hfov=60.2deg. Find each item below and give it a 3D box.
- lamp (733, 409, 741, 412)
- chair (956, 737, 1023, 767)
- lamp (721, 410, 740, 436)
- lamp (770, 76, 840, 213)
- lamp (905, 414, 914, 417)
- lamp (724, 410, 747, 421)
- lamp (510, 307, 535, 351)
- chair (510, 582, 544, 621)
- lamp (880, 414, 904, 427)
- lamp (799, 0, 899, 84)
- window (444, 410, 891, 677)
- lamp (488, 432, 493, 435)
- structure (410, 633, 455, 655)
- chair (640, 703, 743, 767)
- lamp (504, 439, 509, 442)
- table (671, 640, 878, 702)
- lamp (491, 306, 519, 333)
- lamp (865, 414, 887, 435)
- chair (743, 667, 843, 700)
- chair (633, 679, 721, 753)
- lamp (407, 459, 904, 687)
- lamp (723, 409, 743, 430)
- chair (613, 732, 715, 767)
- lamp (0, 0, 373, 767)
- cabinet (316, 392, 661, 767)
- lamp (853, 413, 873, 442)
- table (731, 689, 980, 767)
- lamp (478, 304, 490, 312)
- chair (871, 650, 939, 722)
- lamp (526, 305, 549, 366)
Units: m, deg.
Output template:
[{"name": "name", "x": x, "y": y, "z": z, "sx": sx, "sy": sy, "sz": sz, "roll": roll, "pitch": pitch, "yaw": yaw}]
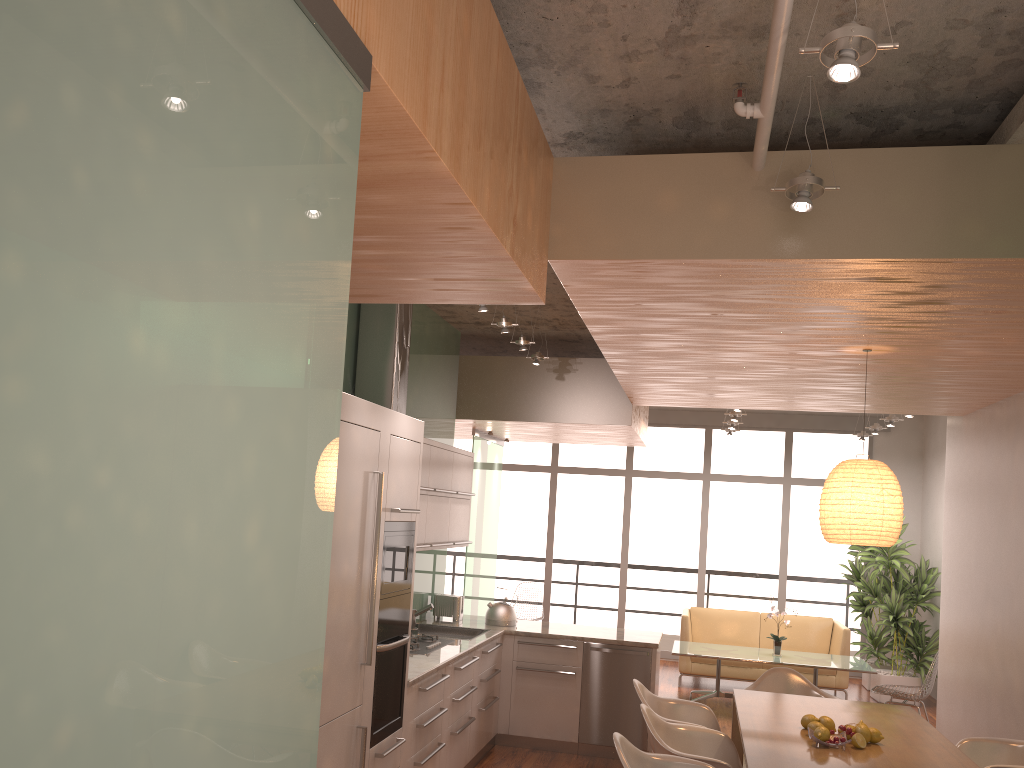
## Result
[{"name": "lamp", "x": 2.185, "y": 0.023, "z": 8.475, "sx": 0.199, "sy": 0.480, "sz": 0.134, "roll": 5, "pitch": -3, "yaw": -20}, {"name": "chair", "x": 2.605, "y": 2.237, "z": 4.701, "sx": 0.643, "sy": 0.856, "sz": 0.689, "roll": 2, "pitch": -5, "yaw": 12}, {"name": "lamp", "x": 2.701, "y": 0.404, "z": 10.873, "sx": 0.199, "sy": 0.480, "sz": 0.134, "roll": 5, "pitch": -3, "yaw": -20}, {"name": "lamp", "x": 1.018, "y": -0.837, "z": 3.047, "sx": 0.199, "sy": 0.480, "sz": 0.134, "roll": 5, "pitch": -3, "yaw": -20}, {"name": "lamp", "x": 3.680, "y": 0.066, "z": 8.139, "sx": 0.199, "sy": 0.480, "sz": 0.134, "roll": 5, "pitch": -3, "yaw": -20}, {"name": "lamp", "x": 2.357, "y": 0.150, "z": 9.274, "sx": 0.199, "sy": 0.480, "sz": 0.134, "roll": 5, "pitch": -3, "yaw": -20}, {"name": "lamp", "x": 0.084, "y": -0.462, "z": 6.079, "sx": 0.153, "sy": 0.468, "sz": 0.103, "roll": 5, "pitch": -3, "yaw": -20}, {"name": "chair", "x": 0.154, "y": 3.071, "z": 11.600, "sx": 0.543, "sy": 0.896, "sz": 0.564, "roll": 3, "pitch": -4, "yaw": 13}, {"name": "lamp", "x": 3.851, "y": 0.192, "z": 8.938, "sx": 0.199, "sy": 0.480, "sz": 0.134, "roll": 5, "pitch": -3, "yaw": -20}, {"name": "lamp", "x": 0.825, "y": -0.980, "z": 2.149, "sx": 0.199, "sy": 0.480, "sz": 0.134, "roll": 5, "pitch": -3, "yaw": -20}, {"name": "window", "x": 0.532, "y": 1.944, "z": 12.064, "sx": 8.566, "sy": 3.263, "sz": 0.062, "roll": 2, "pitch": -3, "yaw": 13}, {"name": "lamp", "x": -0.200, "y": 0.283, "z": 8.907, "sx": 0.103, "sy": 0.468, "sz": 0.154, "roll": 4, "pitch": -3, "yaw": -15}, {"name": "structure", "x": -0.703, "y": 1.725, "z": 5.916, "sx": 0.489, "sy": 0.038, "sz": 0.681, "roll": 2, "pitch": -8, "yaw": 12}, {"name": "chair", "x": 0.959, "y": 2.112, "z": 4.528, "sx": 0.643, "sy": 0.856, "sz": 0.689, "roll": 3, "pitch": -5, "yaw": 7}, {"name": "lamp", "x": -0.041, "y": 0.401, "z": 9.650, "sx": 0.103, "sy": 0.468, "sz": 0.154, "roll": 4, "pitch": -3, "yaw": -15}, {"name": "table", "x": 2.535, "y": 2.975, "z": 8.773, "sx": 1.872, "sy": 0.556, "sz": 0.947, "roll": 2, "pitch": -7, "yaw": 13}, {"name": "lamp", "x": -0.035, "y": -0.550, "z": 5.525, "sx": 0.153, "sy": 0.468, "sz": 0.103, "roll": 5, "pitch": -3, "yaw": -20}, {"name": "lamp", "x": 4.023, "y": 0.319, "z": 9.737, "sx": 0.199, "sy": 0.480, "sz": 0.134, "roll": 5, "pitch": -3, "yaw": -20}, {"name": "chair", "x": 1.853, "y": 2.353, "z": 5.812, "sx": 0.684, "sy": 0.856, "sz": 0.647, "roll": 4, "pitch": -5, "yaw": -3}, {"name": "chair", "x": 1.019, "y": 2.219, "z": 5.237, "sx": 0.643, "sy": 0.856, "sz": 0.689, "roll": 3, "pitch": -5, "yaw": 7}, {"name": "lamp", "x": 0.673, "y": 1.202, "z": 6.007, "sx": 3.218, "sy": 1.339, "sz": 3.091, "roll": 2, "pitch": -8, "yaw": 13}, {"name": "lamp", "x": 2.529, "y": 0.277, "z": 10.073, "sx": 0.199, "sy": 0.480, "sz": 0.134, "roll": 5, "pitch": -3, "yaw": -20}, {"name": "chair", "x": 0.742, "y": 1.996, "z": 3.869, "sx": 0.643, "sy": 0.843, "sz": 0.689, "roll": 3, "pitch": -5, "yaw": 7}, {"name": "lamp", "x": 1.290, "y": 0.762, "z": 3.868, "sx": 0.446, "sy": 3.376, "sz": 8.266, "roll": 2, "pitch": -7, "yaw": 31}, {"name": "cabinet", "x": -0.111, "y": 1.484, "z": 5.548, "sx": 1.915, "sy": 2.260, "sz": 4.277, "roll": 2, "pitch": -7, "yaw": 13}, {"name": "lamp", "x": 4.195, "y": 0.446, "z": 10.536, "sx": 0.199, "sy": 0.480, "sz": 0.134, "roll": 5, "pitch": -3, "yaw": -20}, {"name": "table", "x": 1.635, "y": 2.151, "z": 4.349, "sx": 1.026, "sy": 0.804, "sz": 2.089, "roll": 2, "pitch": -8, "yaw": 12}, {"name": "lamp", "x": -0.154, "y": -0.638, "z": 4.970, "sx": 0.153, "sy": 0.468, "sz": 0.103, "roll": 5, "pitch": -3, "yaw": -20}, {"name": "chair", "x": 3.450, "y": 2.704, "z": 7.697, "sx": 0.562, "sy": 0.896, "sz": 0.545, "roll": 1, "pitch": -5, "yaw": 33}, {"name": "lamp", "x": 0.203, "y": -0.374, "z": 6.633, "sx": 0.153, "sy": 0.468, "sz": 0.103, "roll": 5, "pitch": -3, "yaw": -20}]
